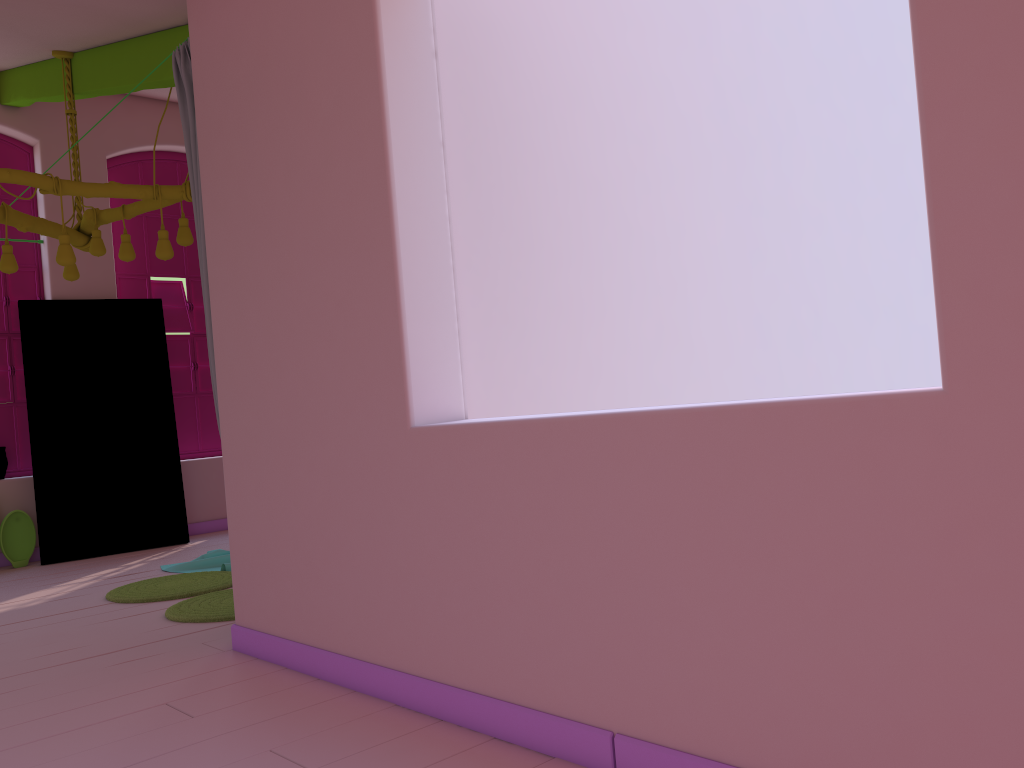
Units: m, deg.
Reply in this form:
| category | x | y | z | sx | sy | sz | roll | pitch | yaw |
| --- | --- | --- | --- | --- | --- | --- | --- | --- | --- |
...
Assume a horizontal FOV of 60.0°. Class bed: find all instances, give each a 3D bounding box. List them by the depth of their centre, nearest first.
| category | x | y | z | sx | sy | sz | roll | pitch | yaw |
| --- | --- | --- | --- | --- | --- | --- | --- | --- | --- |
| bed | -0.422 | 0.916 | 6.683 | 3.575 | 0.514 | 2.804 | -3 | -2 | -43 |

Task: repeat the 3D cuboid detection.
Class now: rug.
| category | x | y | z | sx | sy | sz | roll | pitch | yaw |
| --- | --- | --- | --- | --- | --- | --- | --- | --- | --- |
| rug | -1.475 | 1.200 | 4.878 | 0.792 | 0.021 | 0.793 | -4 | -1 | -15 |
| rug | -2.105 | 1.269 | 5.567 | 0.793 | 0.021 | 0.792 | -6 | -2 | 30 |

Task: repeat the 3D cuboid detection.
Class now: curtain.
| category | x | y | z | sx | sy | sz | roll | pitch | yaw |
| --- | --- | --- | --- | --- | --- | --- | --- | --- | --- |
| curtain | -1.247 | -0.222 | 4.204 | 0.519 | 2.785 | 0.525 | -5 | -1 | 28 |

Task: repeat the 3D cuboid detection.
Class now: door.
| category | x | y | z | sx | sy | sz | roll | pitch | yaw |
| --- | --- | --- | --- | --- | --- | --- | --- | --- | --- |
| door | -3.493 | 0.343 | 7.611 | 1.153 | 2.210 | 0.450 | -4 | -1 | -33 |

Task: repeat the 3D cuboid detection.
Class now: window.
| category | x | y | z | sx | sy | sz | roll | pitch | yaw |
| --- | --- | --- | --- | --- | --- | --- | --- | --- | --- |
| window | -4.552 | -0.697 | 7.380 | 1.274 | 3.046 | 0.072 | -4 | -1 | -43 |
| window | -3.159 | -0.771 | 8.681 | 1.513 | 3.009 | 0.214 | -4 | -1 | -43 |

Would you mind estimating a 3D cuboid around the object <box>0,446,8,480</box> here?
| category | x | y | z | sx | sy | sz | roll | pitch | yaw |
| --- | --- | --- | --- | --- | --- | --- | --- | --- | --- |
| object | -4.298 | 0.660 | 7.339 | 0.223 | 0.272 | 0.223 | -5 | -1 | 35 |

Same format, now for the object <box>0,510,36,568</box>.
| category | x | y | z | sx | sy | sz | roll | pitch | yaw |
| --- | --- | --- | --- | --- | --- | --- | --- | --- | --- |
| object | -4.014 | 1.246 | 7.151 | 0.137 | 0.462 | 0.284 | -5 | -1 | 32 |

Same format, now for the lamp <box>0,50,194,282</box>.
| category | x | y | z | sx | sy | sz | roll | pitch | yaw |
| --- | --- | --- | --- | --- | --- | --- | --- | --- | --- |
| lamp | -2.818 | -1.745 | 5.193 | 1.611 | 2.264 | 1.775 | -5 | -1 | 29 |
